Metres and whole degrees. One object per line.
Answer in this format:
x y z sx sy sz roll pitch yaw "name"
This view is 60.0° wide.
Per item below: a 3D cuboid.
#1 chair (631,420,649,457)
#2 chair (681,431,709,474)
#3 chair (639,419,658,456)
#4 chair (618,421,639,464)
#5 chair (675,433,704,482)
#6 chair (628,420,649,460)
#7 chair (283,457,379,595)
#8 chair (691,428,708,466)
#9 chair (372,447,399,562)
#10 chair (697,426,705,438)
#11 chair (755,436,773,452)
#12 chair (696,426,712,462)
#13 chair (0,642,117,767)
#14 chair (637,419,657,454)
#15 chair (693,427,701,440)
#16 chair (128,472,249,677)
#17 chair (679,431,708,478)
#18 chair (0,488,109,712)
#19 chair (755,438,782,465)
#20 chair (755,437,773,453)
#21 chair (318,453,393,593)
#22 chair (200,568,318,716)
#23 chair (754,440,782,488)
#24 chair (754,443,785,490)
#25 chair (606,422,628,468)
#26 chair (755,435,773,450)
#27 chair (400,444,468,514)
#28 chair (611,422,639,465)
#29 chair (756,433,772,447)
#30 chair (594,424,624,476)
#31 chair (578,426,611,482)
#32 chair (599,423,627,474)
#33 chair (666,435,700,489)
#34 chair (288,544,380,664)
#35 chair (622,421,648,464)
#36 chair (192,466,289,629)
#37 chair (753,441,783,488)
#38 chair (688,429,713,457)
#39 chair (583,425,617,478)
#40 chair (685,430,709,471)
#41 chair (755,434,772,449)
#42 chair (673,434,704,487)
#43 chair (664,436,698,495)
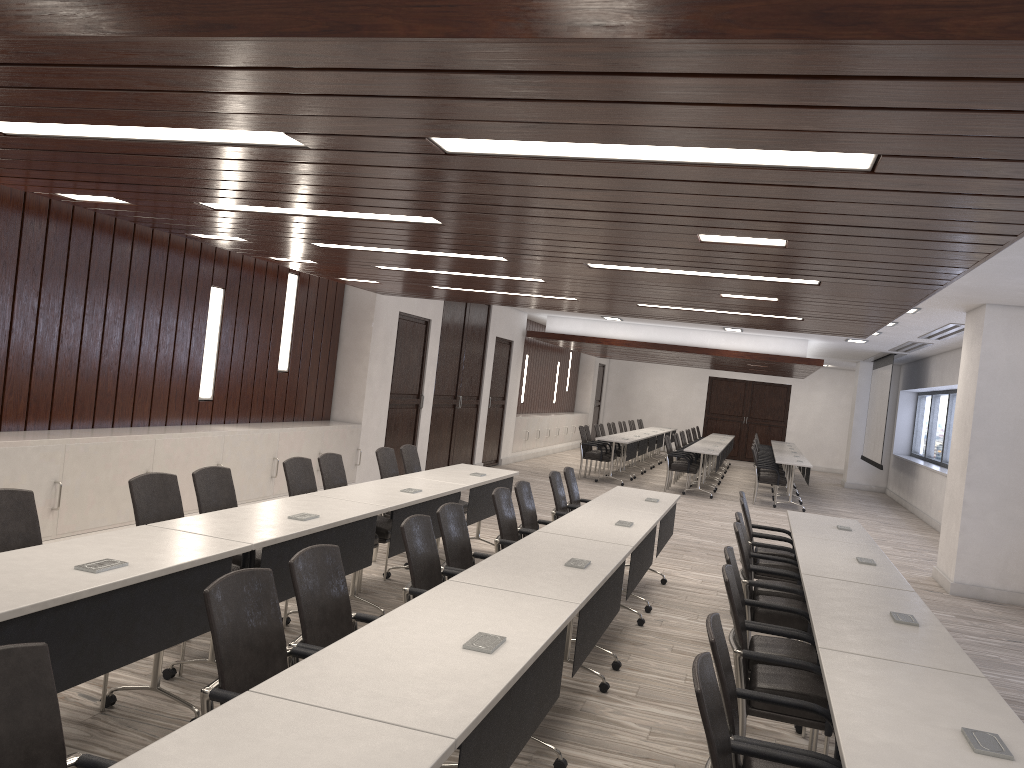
3.258 1.400 22.226 0.638 0.939 0.513 7 0 16 "chair"
3.877 1.497 18.877 0.638 0.939 0.513 7 0 17 "chair"
3.676 1.436 23.685 0.638 0.939 0.513 7 0 16 "chair"
2.696 1.352 20.256 0.638 0.939 0.513 7 0 16 "chair"
3.476 1.463 17.413 0.638 0.939 0.513 7 0 16 "chair"
3.115 1.388 21.720 0.638 0.939 0.513 7 0 15 "chair"
-1.281 1.012 6.144 0.638 0.939 0.513 7 0 16 "chair"
4.571 1.556 21.311 0.638 0.939 0.513 7 0 16 "chair"
-0.876 1.046 7.610 0.638 0.939 0.513 7 0 15 "chair"
5.121 1.603 23.273 0.638 0.939 0.513 7 0 15 "chair"
5.994 1.721 20.896 0.638 0.939 0.513 7 0 15 "chair"
4.996 1.593 22.770 0.638 0.939 0.513 7 0 16 "chair"
-0.931 1.085 1.850 0.638 0.939 0.513 7 0 16 "chair"
3.537 1.424 23.180 0.638 0.939 0.513 7 0 16 "chair"
4.720 1.569 21.808 0.638 0.939 0.513 7 0 16 "chair"
-1.698 0.976 4.676 0.638 0.939 0.513 7 0 16 "chair"
3.740 1.485 18.379 0.638 0.939 0.513 7 0 16 "chair"
-1.980 0.952 3.731 0.638 0.939 0.513 7 0 16 "chair"
5.589 1.686 19.427 0.638 0.939 0.513 7 0 16 "chair"
5.738 1.699 19.930 0.638 0.939 0.513 7 0 15 "chair"
-1.154 1.022 6.648 0.638 0.939 0.513 7 0 15 "chair"
-0.658 1.109 2.802 0.638 0.939 0.513 7 0 16 "chair"
5.309 1.662 18.472 0.638 0.939 0.513 7 0 17 "chair"
4.910 1.628 17.011 0.638 0.939 0.513 7 0 15 "chair"
2.283 1.316 18.786 0.638 0.939 0.513 7 0 16 "chair"
6.141 1.733 21.408 0.638 0.939 0.513 7 0 16 "chair"
-0.732 1.059 8.120 0.638 0.939 0.513 7 0 15 "chair"
2.430 1.329 19.284 0.638 0.939 0.513 7 0 16 "chair"
6.558 1.769 22.860 0.638 0.939 0.513 7 0 16 "chair"
1.879 1.282 17.330 0.638 0.939 0.513 7 0 15 "chair"
1.471 1.247 15.861 0.638 0.939 0.513 7 0 17 "chair"
2.025 1.295 17.843 0.638 0.939 0.513 7 0 17 "chair"
3.050 1.426 15.964 0.638 0.939 0.513 7 0 15 "chair"
-0.525 1.120 3.305 0.638 0.939 0.513 7 0 16 "chair"
2.854 1.366 20.757 0.638 0.939 0.513 7 0 15 "chair"
-1.554 0.988 5.187 0.638 0.939 0.513 7 0 15 "chair"
5.165 1.650 17.968 0.638 0.939 0.513 7 0 16 "chair"
4.304 1.533 20.348 0.638 0.939 0.513 7 0 16 "chair"
1.604 1.259 16.366 0.638 0.939 0.513 7 0 15 "chair"
4.151 1.520 19.846 0.638 0.939 0.513 7 0 16 "chair"
6.408 1.756 22.361 0.638 0.939 0.513 7 0 17 "chair"
3.334 1.450 16.913 0.638 0.939 0.513 7 0 15 "chair"
2.916 1.415 15.448 0.638 0.939 0.513 7 0 16 "chair"
